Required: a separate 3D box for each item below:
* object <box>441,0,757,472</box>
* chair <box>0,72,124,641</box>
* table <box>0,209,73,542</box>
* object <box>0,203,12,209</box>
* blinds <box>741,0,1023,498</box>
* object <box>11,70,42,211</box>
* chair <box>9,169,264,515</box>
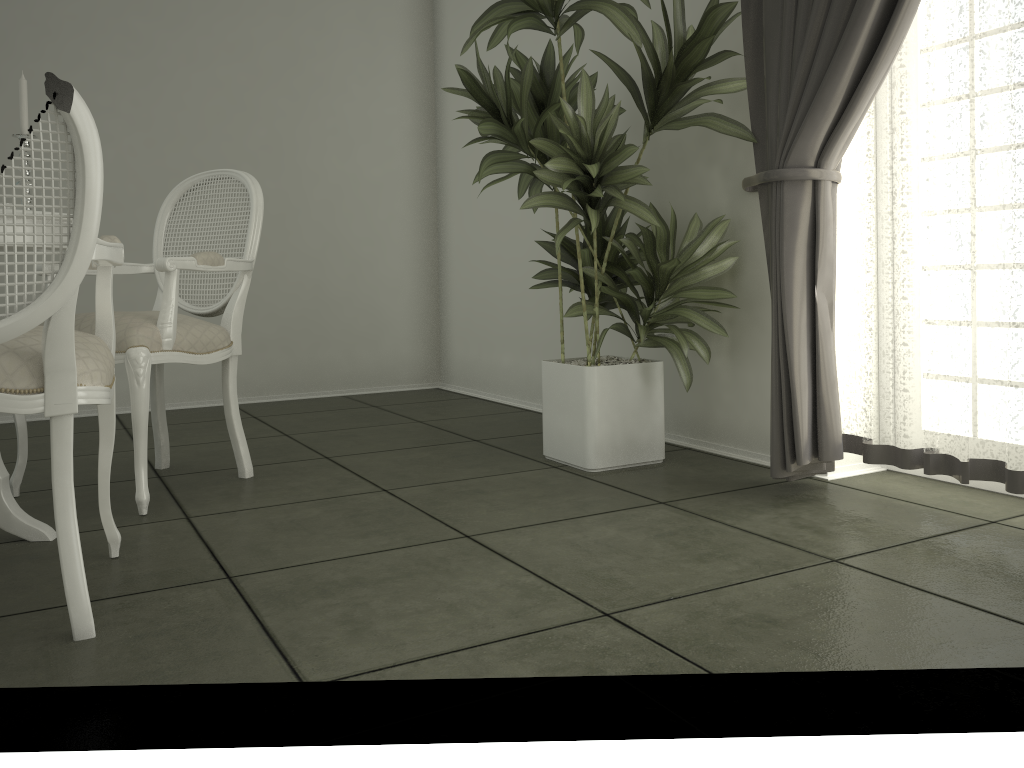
[{"bbox_3d":[0.264,-0.776,3.134,1.040,2.091,1.165,-2,3,-11],"label":"object"},{"bbox_3d":[-1.063,-0.065,1.700,0.596,1.061,0.692,-2,3,-28],"label":"chair"},{"bbox_3d":[-1.441,-0.006,2.240,0.741,0.827,0.742,-3,4,-31],"label":"table"},{"bbox_3d":[-1.417,-0.475,2.447,0.062,0.049,0.078,3,6,41],"label":"object"},{"bbox_3d":[1.665,-0.861,1.442,0.661,2.594,3.673,-2,5,-28],"label":"blinds"},{"bbox_3d":[-1.222,-0.604,2.215,0.088,0.364,0.088,0,2,39],"label":"object"},{"bbox_3d":[-1.171,-0.200,2.879,0.595,1.061,0.693,0,3,27],"label":"chair"}]
